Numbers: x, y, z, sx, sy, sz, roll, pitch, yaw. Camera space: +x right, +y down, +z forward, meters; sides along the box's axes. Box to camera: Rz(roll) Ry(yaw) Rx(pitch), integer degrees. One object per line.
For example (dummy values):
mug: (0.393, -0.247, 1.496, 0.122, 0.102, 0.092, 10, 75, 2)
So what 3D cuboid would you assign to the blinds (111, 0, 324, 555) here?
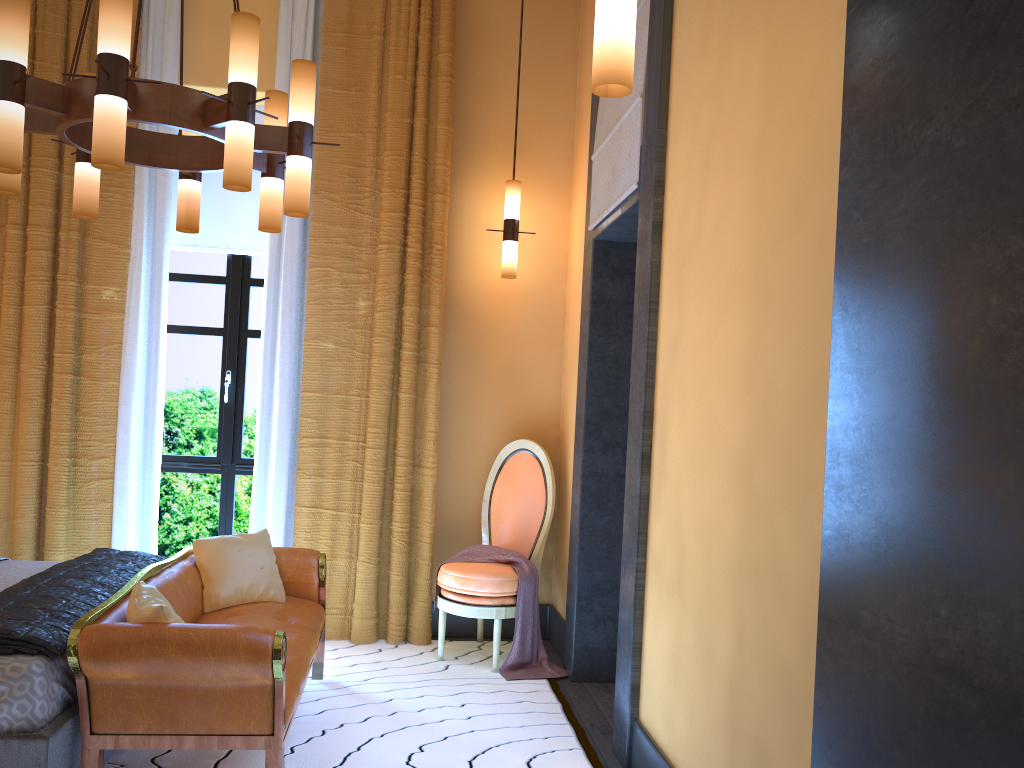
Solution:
blinds: (-1.602, -0.676, 4.813, 2.051, 4.075, 0.236, 3, 0, -10)

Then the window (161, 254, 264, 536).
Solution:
window: (-1.614, -0.123, 5.134, 1.200, 3.000, 0.130, 3, 0, -7)

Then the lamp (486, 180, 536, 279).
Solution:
lamp: (-0.005, -0.852, 4.894, 0.199, 0.532, 0.199, 2, -1, 38)

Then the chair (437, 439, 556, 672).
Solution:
chair: (-0.093, 0.864, 4.665, 0.500, 1.147, 0.633, 3, -1, 26)

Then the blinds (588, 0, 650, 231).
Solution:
blinds: (0.485, -1.548, 3.928, 0.042, 1.576, 0.895, 3, -1, -7)

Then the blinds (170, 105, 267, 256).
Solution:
blinds: (-1.559, -1.185, 5.131, 1.200, 0.873, 0.013, 3, 0, -7)

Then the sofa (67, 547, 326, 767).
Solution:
sofa: (-1.086, 1.033, 3.395, 0.650, 0.640, 1.615, 3, -1, -7)

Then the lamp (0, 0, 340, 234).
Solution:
lamp: (-1.173, -1.698, 3.047, 1.140, 2.168, 1.141, 3, -1, 16)

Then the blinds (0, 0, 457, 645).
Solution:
blinds: (-1.552, -0.698, 4.736, 2.451, 4.145, 0.134, 3, 0, -7)

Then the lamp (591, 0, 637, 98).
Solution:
lamp: (0.221, -0.875, 1.844, 0.199, 0.532, 0.199, 2, -1, 38)

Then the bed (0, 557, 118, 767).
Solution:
bed: (-2.407, 0.820, 3.157, 2.107, 0.824, 1.889, 3, -1, -7)

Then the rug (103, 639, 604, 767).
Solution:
rug: (-1.491, 1.322, 3.093, 3.703, 0.016, 3.388, 3, -2, -7)

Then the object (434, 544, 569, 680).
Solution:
object: (-0.050, 1.142, 4.566, 0.802, 0.572, 0.429, 2, -1, 41)

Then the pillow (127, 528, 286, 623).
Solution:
pillow: (-1.801, 0.753, 3.844, 2.627, 0.407, 1.147, 2, -2, 35)

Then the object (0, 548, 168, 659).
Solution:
object: (-1.599, 0.759, 3.250, 0.405, 0.104, 1.461, 3, -2, -7)
